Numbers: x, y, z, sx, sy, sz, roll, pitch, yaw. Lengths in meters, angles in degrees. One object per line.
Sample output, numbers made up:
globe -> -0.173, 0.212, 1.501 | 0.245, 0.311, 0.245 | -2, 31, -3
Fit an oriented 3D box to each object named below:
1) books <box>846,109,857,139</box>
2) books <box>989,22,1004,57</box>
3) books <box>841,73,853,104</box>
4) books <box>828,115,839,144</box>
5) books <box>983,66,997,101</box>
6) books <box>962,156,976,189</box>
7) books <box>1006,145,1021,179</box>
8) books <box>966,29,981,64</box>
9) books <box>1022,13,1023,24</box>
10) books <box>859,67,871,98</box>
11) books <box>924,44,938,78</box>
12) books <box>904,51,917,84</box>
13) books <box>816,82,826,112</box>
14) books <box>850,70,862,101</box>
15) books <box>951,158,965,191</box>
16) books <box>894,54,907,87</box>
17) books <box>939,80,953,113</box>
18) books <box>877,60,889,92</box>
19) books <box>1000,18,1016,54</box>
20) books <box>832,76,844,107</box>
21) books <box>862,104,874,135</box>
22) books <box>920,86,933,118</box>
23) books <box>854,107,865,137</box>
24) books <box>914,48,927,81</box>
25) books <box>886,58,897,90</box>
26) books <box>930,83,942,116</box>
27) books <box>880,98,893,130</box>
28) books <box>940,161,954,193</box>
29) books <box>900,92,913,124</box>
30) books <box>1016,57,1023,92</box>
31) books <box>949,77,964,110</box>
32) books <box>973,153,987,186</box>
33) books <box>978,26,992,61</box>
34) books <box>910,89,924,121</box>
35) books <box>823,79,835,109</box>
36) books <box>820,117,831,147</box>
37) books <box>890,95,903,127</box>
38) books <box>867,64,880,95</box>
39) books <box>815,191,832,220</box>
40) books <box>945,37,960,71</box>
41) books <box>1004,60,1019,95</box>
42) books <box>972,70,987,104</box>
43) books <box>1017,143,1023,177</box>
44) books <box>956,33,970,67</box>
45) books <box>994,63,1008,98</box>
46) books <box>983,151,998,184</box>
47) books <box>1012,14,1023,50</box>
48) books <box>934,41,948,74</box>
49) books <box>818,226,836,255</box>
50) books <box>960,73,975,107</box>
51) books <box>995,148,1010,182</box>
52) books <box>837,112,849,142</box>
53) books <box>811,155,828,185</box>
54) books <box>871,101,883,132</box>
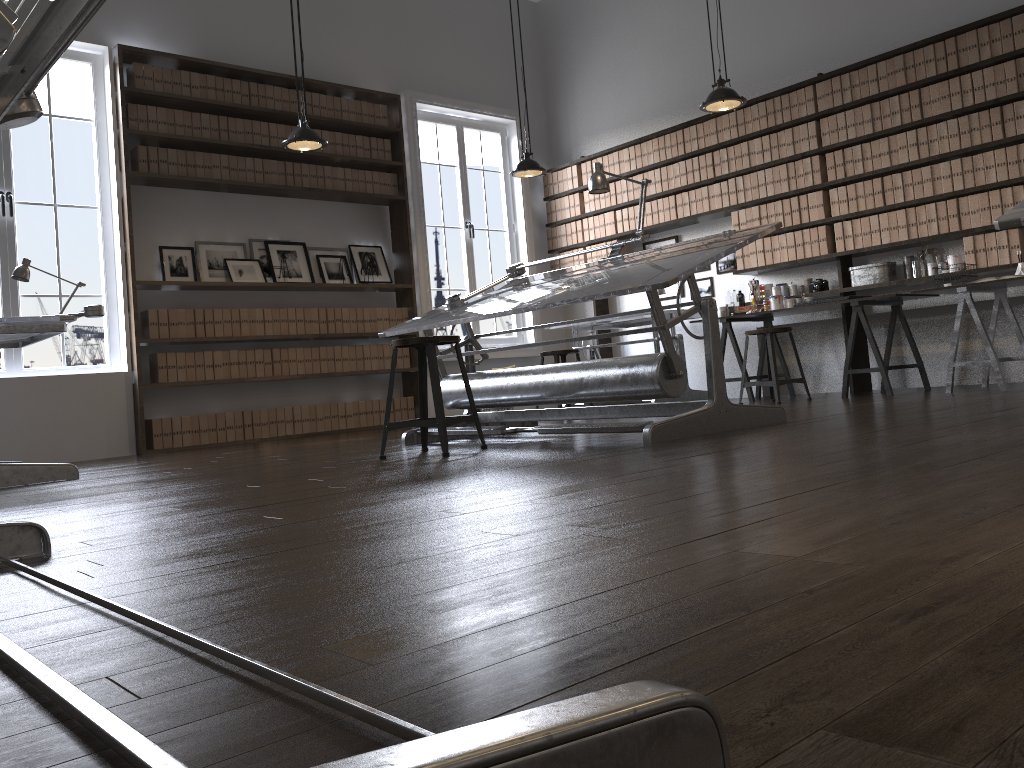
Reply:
books -> 2.594, -1.938, 6.661 | 0.175, 0.226, 0.066 | -3, -3, -41
books -> 3.254, -2.272, 5.895 | 0.174, 0.226, 0.066 | -3, -3, -41
books -> 2.567, -2.214, 6.681 | 0.174, 0.226, 0.066 | -3, -3, -41
books -> 2.503, -1.930, 6.770 | 0.175, 0.226, 0.066 | -3, -3, -41
books -> 3.233, -1.992, 5.924 | 0.175, 0.226, 0.066 | -3, -3, -41
books -> 3.151, -1.430, 6.046 | 0.175, 0.226, 0.066 | -3, -3, -41
books -> 3.333, -1.445, 5.828 | 0.175, 0.226, 0.066 | -3, -3, -41
books -> 3.156, -2.264, 5.997 | 0.175, 0.226, 0.066 | -3, -3, -41
books -> 3.384, -2.283, 5.734 | 0.175, 0.226, 0.066 | -3, -3, -41
books -> 2.659, -2.222, 6.577 | 0.175, 0.226, 0.066 | -3, -3, -41
books -> 2.971, -2.248, 6.213 | 0.174, 0.226, 0.066 | -3, -3, -41
books -> 2.881, -2.241, 6.323 | 0.175, 0.226, 0.066 | -3, -3, -41
books -> 2.432, -2.203, 6.838 | 0.175, 0.226, 0.066 | -3, -3, -41
books -> 2.615, -2.218, 6.631 | 0.174, 0.226, 0.066 | -3, -3, -41
books -> 3.103, -1.426, 6.096 | 0.175, 0.226, 0.066 | -3, -3, -41
books -> 2.833, -2.237, 6.369 | 0.175, 0.226, 0.066 | -3, -3, -41
books -> 3.040, -1.976, 6.142 | 0.175, 0.226, 0.066 | -3, -3, -41
books -> 2.751, -2.230, 6.469 | 0.175, 0.226, 0.066 | -3, -3, -41
books -> 3.298, -2.276, 5.841 | 0.175, 0.226, 0.066 | -3, -3, -41
books -> 2.517, -2.210, 6.733 | 0.175, 0.226, 0.066 | -3, -3, -41
books -> 2.677, -1.945, 6.561 | 0.175, 0.226, 0.066 | -3, -3, -41
books -> 2.962, -1.969, 6.243 | 0.175, 0.226, 0.066 | -3, -3, -41
books -> 2.637, -1.942, 6.615 | 0.175, 0.226, 0.066 | -3, -3, -41
books -> 2.928, -2.245, 6.269 | 0.174, 0.226, 0.066 | -3, -3, -41
books -> 2.793, -2.233, 6.423 | 0.175, 0.226, 0.066 | -3, -3, -41
books -> 3.003, -1.972, 6.192 | 0.175, 0.226, 0.066 | -3, -3, -41
books -> 2.771, -1.953, 6.461 | 0.174, 0.226, 0.066 | -3, -3, -41
books -> 3.057, -1.422, 6.152 | 0.175, 0.226, 0.066 | -3, -3, -41
books -> 2.864, -1.961, 6.355 | 0.175, 0.226, 0.066 | -3, -3, -41
books -> 3.366, -2.003, 5.777 | 0.174, 0.226, 0.066 | -3, -3, -41
books -> 3.088, -1.980, 6.087 | 0.175, 0.226, 0.066 | -3, -3, -41
books -> 3.198, -1.434, 5.994 | 0.174, 0.226, 0.066 | -3, -3, -41
books -> 3.206, -2.268, 5.945 | 0.174, 0.226, 0.066 | -3, -3, -41
books -> 2.909, -1.965, 6.295 | 0.175, 0.226, 0.066 | -3, -3, -41
books -> 2.469, -2.206, 6.788 | 0.175, 0.226, 0.066 | -3, -3, -41
books -> 2.459, -1.927, 6.823 | 0.174, 0.226, 0.066 | -3, -3, -41
books -> 2.814, -1.957, 6.405 | 0.174, 0.226, 0.066 | -3, -3, -41
books -> 2.702, -2.226, 6.522 | 0.175, 0.226, 0.066 | -3, -3, -41
books -> 2.434, -1.377, 6.864 | 0.175, 0.226, 0.066 | -3, -3, -41
books -> 3.065, -2.256, 6.103 | 0.175, 0.226, 0.066 | -3, -3, -41
books -> 3.316, -1.999, 5.825 | 0.175, 0.226, 0.066 | -3, -3, -41
books -> 3.185, -1.988, 5.978 | 0.175, 0.226, 0.066 | -3, -3, -41
books -> 3.377, -1.449, 5.784 | 0.175, 0.226, 0.066 | -3, -3, -41
books -> 3.118, -2.261, 6.051 | 0.175, 0.226, 0.066 | -3, -3, -41
books -> 3.276, -1.995, 5.878 | 0.175, 0.226, 0.066 | -3, -3, -41
books -> 3.241, -1.438, 5.939 | 0.174, 0.226, 0.066 | -3, -3, -41
books -> 3.346, -2.280, 5.784 | 0.175, 0.226, 0.066 | -3, -3, -41
books -> 3.021, -2.252, 6.163 | 0.175, 0.226, 0.066 | -3, -3, -41
books -> 2.454, -1.106, 6.854 | 0.175, 0.226, 0.066 | -3, -3, -41
books -> 3.138, -1.984, 6.035 | 0.174, 0.226, 0.066 | -3, -3, -41
books -> 3.286, -1.441, 5.883 | 0.175, 0.226, 0.066 | -3, -3, -41
books -> 2.546, -1.934, 6.714 | 0.175, 0.226, 0.066 | -3, -3, -41
books -> 2.414, -1.654, 6.886 | 0.175, 0.226, 0.066 | -3, -3, -41
books -> 2.725, -1.949, 6.515 | 0.175, 0.226, 0.066 | -3, -3, -41
